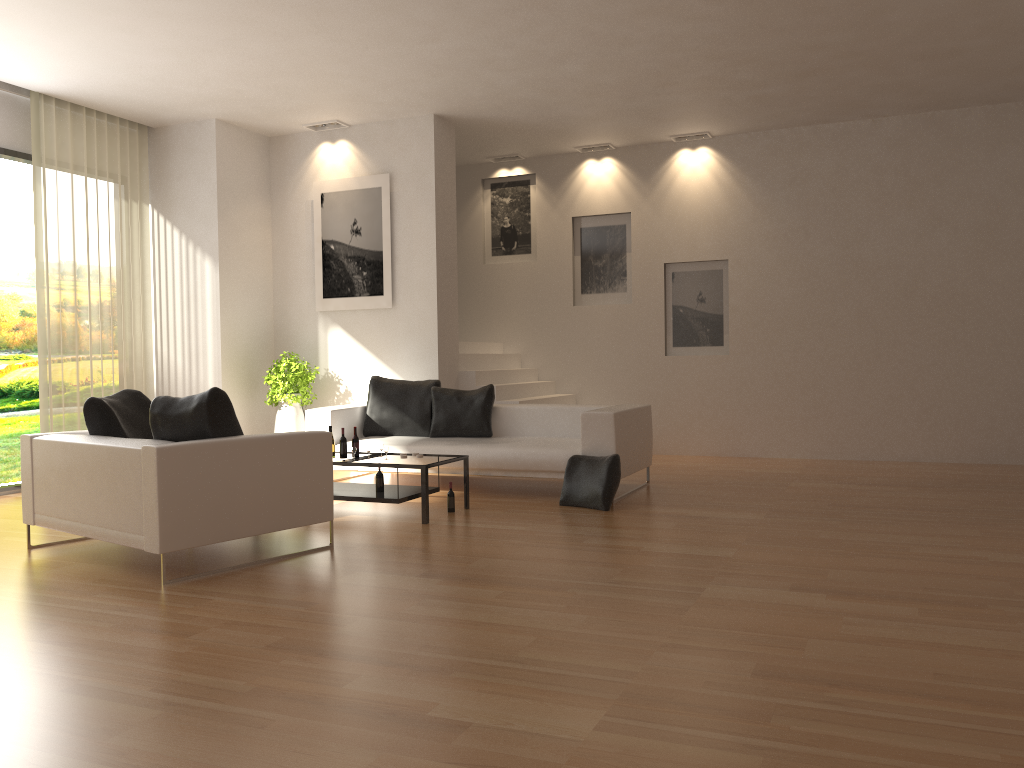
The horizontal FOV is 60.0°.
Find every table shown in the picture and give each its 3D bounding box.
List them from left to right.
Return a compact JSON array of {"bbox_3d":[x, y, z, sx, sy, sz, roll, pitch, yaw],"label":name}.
[{"bbox_3d":[-1.198,0.811,7.033,1.566,0.460,0.709,0,2,23],"label":"table"}]

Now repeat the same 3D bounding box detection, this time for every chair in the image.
[{"bbox_3d":[-2.137,0.680,5.720,1.671,0.761,1.262,0,2,38],"label":"chair"}]

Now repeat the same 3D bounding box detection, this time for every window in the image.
[{"bbox_3d":[-5.223,-0.563,7.254,0.152,3.189,5.198,0,2,23],"label":"window"}]

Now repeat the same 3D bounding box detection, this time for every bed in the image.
[{"bbox_3d":[-0.340,0.582,8.332,3.075,0.761,1.262,0,2,23],"label":"bed"}]

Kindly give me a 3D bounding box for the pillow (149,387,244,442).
[{"bbox_3d":[-1.857,0.349,5.305,0.506,0.666,0.324,-1,2,13],"label":"pillow"}]

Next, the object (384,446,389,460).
[{"bbox_3d":[-0.967,0.532,6.823,0.039,0.101,0.039,-1,2,-19],"label":"object"}]

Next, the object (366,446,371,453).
[{"bbox_3d":[-1.110,0.532,6.879,0.039,0.101,0.039,-1,2,-19],"label":"object"}]

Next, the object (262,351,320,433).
[{"bbox_3d":[-2.389,0.302,9.623,0.570,1.324,0.631,0,2,38],"label":"object"}]

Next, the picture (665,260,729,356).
[{"bbox_3d":[2.212,-0.897,10.590,0.802,1.155,0.005,0,2,23],"label":"picture"}]

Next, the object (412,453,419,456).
[{"bbox_3d":[-0.760,0.556,6.995,0.052,0.021,0.052,-1,2,1],"label":"object"}]

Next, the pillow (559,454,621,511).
[{"bbox_3d":[0.647,0.784,7.100,0.503,0.457,0.340,0,2,42],"label":"pillow"}]

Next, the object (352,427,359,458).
[{"bbox_3d":[-1.243,0.463,7.038,0.057,0.248,0.057,0,2,41],"label":"object"}]

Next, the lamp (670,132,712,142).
[{"bbox_3d":[2.091,-2.959,10.359,0.446,0.166,0.243,0,2,23],"label":"lamp"}]

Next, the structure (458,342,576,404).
[{"bbox_3d":[-0.939,0.197,10.916,4.625,1.403,1.839,0,2,23],"label":"structure"}]

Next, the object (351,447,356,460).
[{"bbox_3d":[-1.218,0.535,6.830,0.039,0.101,0.039,-2,2,-25],"label":"object"}]

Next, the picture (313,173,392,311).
[{"bbox_3d":[-1.743,-1.527,9.652,0.979,1.431,0.004,0,2,23],"label":"picture"}]

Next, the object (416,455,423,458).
[{"bbox_3d":[-0.713,0.559,6.861,0.052,0.021,0.052,-1,2,1],"label":"object"}]

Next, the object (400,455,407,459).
[{"bbox_3d":[-0.832,0.562,6.827,0.052,0.021,0.052,-2,2,-44],"label":"object"}]

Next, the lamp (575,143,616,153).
[{"bbox_3d":[1.014,-2.953,10.824,0.446,0.166,0.243,0,2,23],"label":"lamp"}]

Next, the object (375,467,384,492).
[{"bbox_3d":[-1.032,0.737,6.915,0.065,0.217,0.065,-1,2,6],"label":"object"}]

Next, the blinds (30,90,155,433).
[{"bbox_3d":[-4.231,-0.954,9.016,0.143,3.861,1.409,0,2,20],"label":"blinds"}]

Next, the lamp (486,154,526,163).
[{"bbox_3d":[-0.079,-2.948,11.296,0.446,0.166,0.243,0,2,23],"label":"lamp"}]

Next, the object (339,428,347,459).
[{"bbox_3d":[-1.328,0.467,6.974,0.059,0.244,0.059,0,2,24],"label":"object"}]

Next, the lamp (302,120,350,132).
[{"bbox_3d":[-2.021,-2.873,9.618,0.446,0.166,0.243,0,2,23],"label":"lamp"}]

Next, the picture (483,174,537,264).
[{"bbox_3d":[-0.022,-2.133,11.514,0.802,1.155,0.005,0,2,23],"label":"picture"}]

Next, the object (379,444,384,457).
[{"bbox_3d":[-1.036,0.527,7.042,0.039,0.101,0.039,-1,2,-19],"label":"object"}]

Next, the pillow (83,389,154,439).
[{"bbox_3d":[-2.600,0.336,6.003,0.291,0.598,0.660,-1,2,13],"label":"pillow"}]

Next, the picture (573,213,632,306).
[{"bbox_3d":[1.132,-1.542,11.035,0.802,1.155,0.005,0,2,23],"label":"picture"}]

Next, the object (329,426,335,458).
[{"bbox_3d":[-1.433,0.460,7.012,0.068,0.257,0.067,0,2,42],"label":"object"}]

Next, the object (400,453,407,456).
[{"bbox_3d":[-0.853,0.558,6.973,0.052,0.021,0.052,-1,2,1],"label":"object"}]

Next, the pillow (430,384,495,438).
[{"bbox_3d":[-0.478,0.265,8.561,0.628,0.524,0.270,-1,2,7],"label":"pillow"}]

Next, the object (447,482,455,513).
[{"bbox_3d":[-0.475,0.884,6.907,0.059,0.244,0.059,-1,2,0],"label":"object"}]

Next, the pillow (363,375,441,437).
[{"bbox_3d":[-1.083,0.244,8.799,0.755,0.666,0.346,-1,2,9],"label":"pillow"}]
